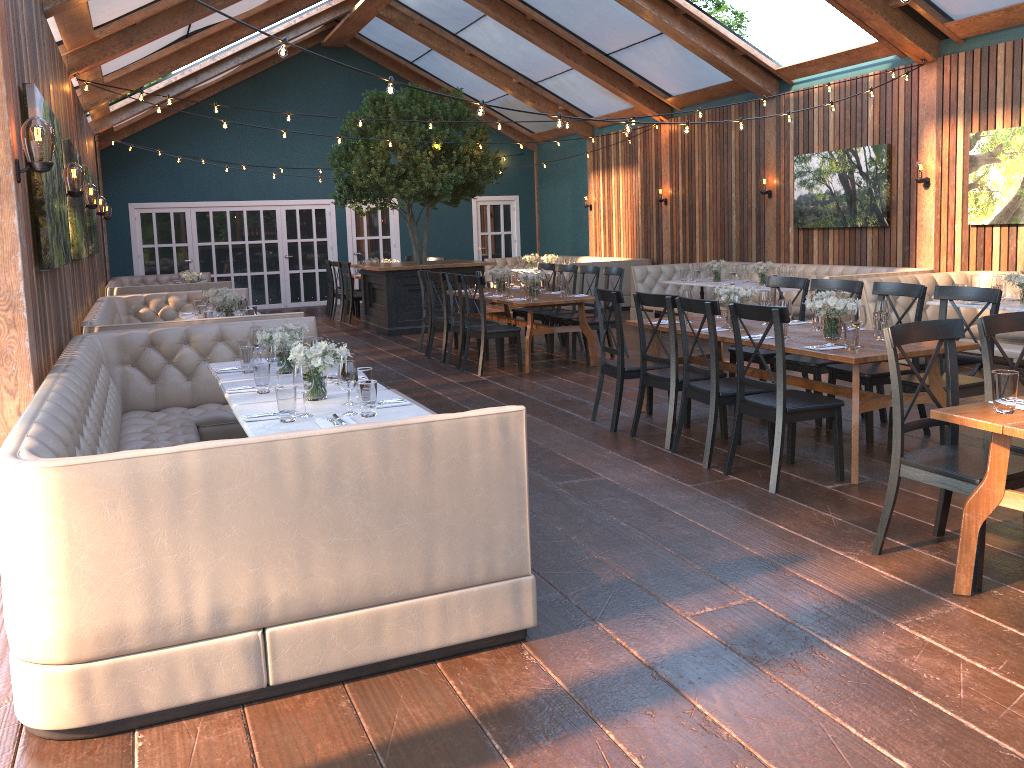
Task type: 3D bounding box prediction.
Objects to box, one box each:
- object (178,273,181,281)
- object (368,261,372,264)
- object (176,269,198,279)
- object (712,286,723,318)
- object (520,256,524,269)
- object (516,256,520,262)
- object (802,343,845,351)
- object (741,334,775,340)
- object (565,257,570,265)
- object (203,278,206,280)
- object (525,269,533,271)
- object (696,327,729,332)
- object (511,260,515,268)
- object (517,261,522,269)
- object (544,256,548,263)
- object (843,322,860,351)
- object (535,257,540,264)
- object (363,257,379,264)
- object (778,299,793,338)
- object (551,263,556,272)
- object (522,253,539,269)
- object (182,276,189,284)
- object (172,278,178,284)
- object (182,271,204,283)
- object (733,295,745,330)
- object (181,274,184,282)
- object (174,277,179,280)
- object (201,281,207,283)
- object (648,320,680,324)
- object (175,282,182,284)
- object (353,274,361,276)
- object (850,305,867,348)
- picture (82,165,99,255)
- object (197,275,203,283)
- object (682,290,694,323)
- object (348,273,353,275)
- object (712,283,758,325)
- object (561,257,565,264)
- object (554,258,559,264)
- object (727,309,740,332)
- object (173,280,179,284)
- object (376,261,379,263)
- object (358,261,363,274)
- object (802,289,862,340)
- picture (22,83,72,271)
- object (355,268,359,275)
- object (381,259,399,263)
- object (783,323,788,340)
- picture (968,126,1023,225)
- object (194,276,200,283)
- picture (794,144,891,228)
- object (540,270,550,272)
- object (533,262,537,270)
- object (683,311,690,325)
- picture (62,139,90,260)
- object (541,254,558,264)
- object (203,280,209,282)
[{"bbox_3d":[-5.669,-1.782,15.166,0.092,0.243,0.093,0,7,20],"label":"object"},{"bbox_3d":[-2.540,-2.082,15.924,0.092,0.243,0.093,0,7,20],"label":"object"},{"bbox_3d":[-5.495,-1.794,15.010,0.329,0.307,0.338,3,10,32],"label":"object"},{"bbox_3d":[1.623,-0.644,6.967,0.092,0.243,0.093,1,7,25],"label":"object"},{"bbox_3d":[0.201,-2.416,17.602,0.092,0.243,0.093,0,7,20],"label":"object"},{"bbox_3d":[0.119,-2.453,17.829,0.092,0.243,0.093,0,7,20],"label":"object"},{"bbox_3d":[1.847,-0.222,5.180,0.255,0.019,0.158,-6,11,-22],"label":"object"},{"bbox_3d":[1.589,-0.307,5.708,0.255,0.019,0.158,-6,11,-22],"label":"object"},{"bbox_3d":[1.007,-2.191,16.175,0.092,0.243,0.093,1,7,25],"label":"object"},{"bbox_3d":[-5.153,-1.685,14.756,0.092,0.157,0.092,-7,9,-36],"label":"object"},{"bbox_3d":[0.336,-2.189,16.936,0.255,0.019,0.158,-6,11,-22],"label":"object"},{"bbox_3d":[1.420,-0.387,6.204,0.255,0.019,0.158,-6,11,-22],"label":"object"},{"bbox_3d":[0.026,-2.417,17.889,0.092,0.157,0.092,-7,9,-36],"label":"object"},{"bbox_3d":[0.147,-2.355,17.513,0.092,0.157,0.092,-7,9,-36],"label":"object"},{"bbox_3d":[0.672,-2.342,17.093,0.092,0.243,0.093,1,7,25],"label":"object"},{"bbox_3d":[1.938,-0.273,5.049,0.092,0.157,0.092,-2,7,4],"label":"object"},{"bbox_3d":[0.495,-2.300,16.890,0.092,0.243,0.093,1,7,25],"label":"object"},{"bbox_3d":[-2.579,-2.180,16.297,0.330,0.307,0.338,-6,9,-24],"label":"object"},{"bbox_3d":[1.748,-0.417,5.662,0.092,0.243,0.093,0,7,20],"label":"object"},{"bbox_3d":[0.754,-2.121,16.072,0.092,0.157,0.092,-7,9,-36],"label":"object"},{"bbox_3d":[0.374,-2.429,17.458,0.329,0.307,0.338,3,10,32],"label":"object"},{"bbox_3d":[-5.063,-1.548,13.723,0.092,0.243,0.093,1,7,25],"label":"object"},{"bbox_3d":[-5.727,-1.717,15.052,0.092,0.157,0.092,-7,9,-36],"label":"object"},{"bbox_3d":[-5.157,-1.671,14.253,0.336,0.307,0.332,1,9,19],"label":"object"},{"bbox_3d":[1.579,-0.497,6.158,0.092,0.243,0.093,0,7,20],"label":"object"},{"bbox_3d":[-5.354,-1.663,14.430,0.092,0.243,0.093,1,7,25],"label":"object"},{"bbox_3d":[-5.847,-1.781,15.437,0.092,0.157,0.092,-7,9,-36],"label":"object"},{"bbox_3d":[-4.753,-1.506,13.664,0.092,0.157,0.092,-7,9,-36],"label":"object"},{"bbox_3d":[1.176,-0.476,6.747,0.255,0.019,0.158,-6,11,-22],"label":"object"},{"bbox_3d":[-5.123,-1.483,13.608,0.092,0.157,0.092,-7,9,-36],"label":"object"},{"bbox_3d":[-2.738,-1.967,15.951,0.255,0.019,0.158,-6,11,-22],"label":"object"},{"bbox_3d":[2.014,-0.335,5.143,0.092,0.243,0.093,0,7,20],"label":"object"},{"bbox_3d":[-5.036,-2.051,10.578,0.065,0.990,1.661,-5,9,-22],"label":"picture"},{"bbox_3d":[-4.922,-1.595,13.962,0.092,0.243,0.093,1,7,25],"label":"object"},{"bbox_3d":[1.332,-0.588,6.708,0.092,0.243,0.093,1,7,25],"label":"object"},{"bbox_3d":[-2.968,-2.052,16.477,0.255,0.019,0.158,-6,11,-22],"label":"object"},{"bbox_3d":[1.641,-0.597,6.514,0.329,0.307,0.339,0,9,12],"label":"object"},{"bbox_3d":[0.964,-2.231,16.405,0.092,0.243,0.093,1,7,25],"label":"object"},{"bbox_3d":[0.808,-2.182,16.161,0.092,0.243,0.093,1,7,25],"label":"object"},{"bbox_3d":[1.525,-0.437,6.069,0.092,0.157,0.092,-2,7,4],"label":"object"},{"bbox_3d":[-5.433,-1.601,14.337,0.092,0.157,0.092,-7,9,-36],"label":"object"},{"bbox_3d":[-2.549,-2.220,16.704,0.092,0.243,0.093,0,7,20],"label":"object"},{"bbox_3d":[-2.809,-2.163,16.431,0.092,0.243,0.093,0,7,20],"label":"object"},{"bbox_3d":[2.005,-0.436,5.530,0.336,0.307,0.331,4,10,34],"label":"object"},{"bbox_3d":[-2.869,-1.230,5.509,0.065,0.990,1.661,-5,9,-22],"label":"picture"},{"bbox_3d":[-2.863,-2.102,16.342,0.092,0.157,0.092,-2,7,4],"label":"object"},{"bbox_3d":[-2.116,-2.033,15.376,0.329,0.307,0.339,-3,8,-7],"label":"object"},{"bbox_3d":[1.694,-0.357,5.574,0.092,0.157,0.092,-2,7,4],"label":"object"},{"bbox_3d":[5.334,-2.117,8.925,0.065,0.990,1.661,-5,9,-22],"label":"picture"},{"bbox_3d":[-4.884,-1.554,13.721,0.092,0.243,0.093,1,7,25],"label":"object"},{"bbox_3d":[4.242,-2.531,11.482,0.065,0.990,1.661,-5,9,-22],"label":"picture"},{"bbox_3d":[0.649,-2.071,16.207,0.255,0.019,0.158,-6,11,-22],"label":"object"},{"bbox_3d":[0.441,-2.239,16.801,0.092,0.157,0.092,-7,9,-36],"label":"object"},{"bbox_3d":[1.285,-0.525,6.603,0.092,0.157,0.092,1,8,24],"label":"object"},{"bbox_3d":[-3.962,-1.644,8.065,0.065,0.990,1.661,-5,9,-22],"label":"picture"},{"bbox_3d":[0.711,-2.307,16.701,0.336,0.307,0.332,1,9,19],"label":"object"},{"bbox_3d":[-4.857,-1.573,14.063,0.092,0.157,0.092,-7,9,-36],"label":"object"}]
